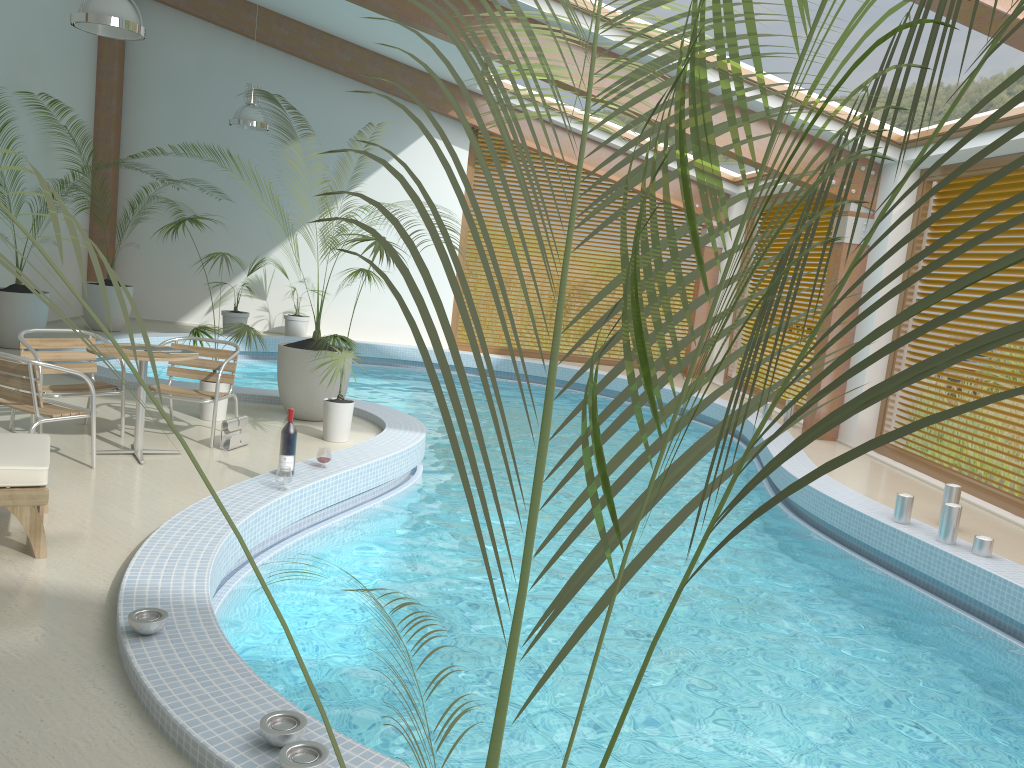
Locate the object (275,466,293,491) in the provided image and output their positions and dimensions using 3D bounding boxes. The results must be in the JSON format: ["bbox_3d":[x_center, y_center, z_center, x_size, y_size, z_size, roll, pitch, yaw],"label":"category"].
[{"bbox_3d":[-1.374,0.568,5.341,0.102,0.137,0.102,7,8,3],"label":"object"}]

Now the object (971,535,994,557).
[{"bbox_3d":[3.007,1.034,5.663,0.115,0.107,0.115,14,11,42],"label":"object"}]

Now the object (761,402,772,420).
[{"bbox_3d":[3.045,0.313,10.568,0.115,0.204,0.115,12,9,34],"label":"object"}]

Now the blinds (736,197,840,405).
[{"bbox_3d":[4.075,-1.151,12.479,0.095,2.921,4.200,6,8,-6],"label":"blinds"}]

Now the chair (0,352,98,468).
[{"bbox_3d":[-2.973,0.139,5.509,0.618,0.727,0.563,10,9,26],"label":"chair"}]

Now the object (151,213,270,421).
[{"bbox_3d":[-2.513,-0.545,7.333,1.059,1.695,0.791,11,9,29],"label":"object"}]

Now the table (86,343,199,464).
[{"bbox_3d":[-2.524,0.128,6.032,0.700,0.720,0.700,8,8,13],"label":"table"}]

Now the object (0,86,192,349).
[{"bbox_3d":[-5.415,-1.899,10.073,2.729,2.960,2.979,0,10,-40],"label":"object"}]

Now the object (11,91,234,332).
[{"bbox_3d":[-5.435,-2.227,12.440,2.729,2.960,2.979,3,9,-25],"label":"object"}]

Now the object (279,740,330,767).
[{"bbox_3d":[-0.591,1.081,2.517,0.140,0.069,0.140,1,10,-37],"label":"object"}]

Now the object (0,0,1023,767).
[{"bbox_3d":[-0.141,-0.012,0.721,2.979,2.960,2.729,0,10,-41],"label":"object"}]

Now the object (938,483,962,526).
[{"bbox_3d":[3.253,0.907,6.590,0.115,0.320,0.115,14,11,42],"label":"object"}]

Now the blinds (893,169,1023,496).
[{"bbox_3d":[4.521,-0.417,7.520,0.095,2.921,4.200,6,8,-6],"label":"blinds"}]

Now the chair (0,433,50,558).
[{"bbox_3d":[-3.105,0.280,3.912,1.903,0.866,0.861,2,9,-27],"label":"chair"}]

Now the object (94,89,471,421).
[{"bbox_3d":[-1.613,-1.132,7.631,2.979,2.960,2.729,8,8,11],"label":"object"}]

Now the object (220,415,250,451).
[{"bbox_3d":[-2.043,0.361,6.566,0.081,0.223,0.272,8,8,14],"label":"object"}]

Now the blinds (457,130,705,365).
[{"bbox_3d":[1.266,-2.413,15.197,4.500,4.025,0.099,6,8,-6],"label":"blinds"}]

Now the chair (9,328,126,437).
[{"bbox_3d":[-3.169,0.001,6.351,0.563,0.727,0.618,12,10,36],"label":"chair"}]

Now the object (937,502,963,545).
[{"bbox_3d":[2.887,0.920,5.852,0.115,0.254,0.115,12,9,34],"label":"object"}]

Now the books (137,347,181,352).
[{"bbox_3d":[-2.413,-0.238,6.077,0.166,0.004,0.241,12,10,35],"label":"books"}]

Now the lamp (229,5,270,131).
[{"bbox_3d":[-3.296,-4.284,11.354,0.506,1.958,0.505,6,8,-6],"label":"lamp"}]

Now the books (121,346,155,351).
[{"bbox_3d":[-2.519,-0.244,6.066,0.166,0.004,0.241,12,10,35],"label":"books"}]

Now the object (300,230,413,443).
[{"bbox_3d":[-1.255,-0.367,7.075,0.791,1.695,1.059,4,8,-19],"label":"object"}]

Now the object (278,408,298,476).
[{"bbox_3d":[-1.421,0.369,5.641,0.109,0.435,0.109,11,9,29],"label":"object"}]

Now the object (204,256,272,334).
[{"bbox_3d":[-4.095,-1.367,13.405,0.822,1.310,1.067,12,9,33],"label":"object"}]

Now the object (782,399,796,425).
[{"bbox_3d":[3.368,0.344,10.769,0.115,0.320,0.115,14,11,42],"label":"object"}]

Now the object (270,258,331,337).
[{"bbox_3d":[-3.387,-1.356,13.908,1.067,1.310,0.822,7,8,6],"label":"object"}]

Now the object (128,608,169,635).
[{"bbox_3d":[-1.349,0.889,3.286,0.140,0.069,0.140,1,10,-37],"label":"object"}]

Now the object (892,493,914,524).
[{"bbox_3d":[2.765,0.879,6.267,0.115,0.194,0.115,12,9,34],"label":"object"}]

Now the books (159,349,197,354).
[{"bbox_3d":[-2.298,-0.222,6.089,0.166,0.004,0.241,12,10,35],"label":"books"}]

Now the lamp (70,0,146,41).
[{"bbox_3d":[-2.847,-3.545,6.362,0.506,1.958,0.505,6,8,-6],"label":"lamp"}]

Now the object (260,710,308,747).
[{"bbox_3d":[-0.689,1.049,2.668,0.140,0.069,0.140,1,10,-37],"label":"object"}]

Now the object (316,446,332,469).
[{"bbox_3d":[-1.265,0.494,5.969,0.102,0.137,0.102,7,8,3],"label":"object"}]

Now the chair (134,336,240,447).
[{"bbox_3d":[-2.422,0.038,6.695,0.618,0.727,0.563,7,8,6],"label":"chair"}]
